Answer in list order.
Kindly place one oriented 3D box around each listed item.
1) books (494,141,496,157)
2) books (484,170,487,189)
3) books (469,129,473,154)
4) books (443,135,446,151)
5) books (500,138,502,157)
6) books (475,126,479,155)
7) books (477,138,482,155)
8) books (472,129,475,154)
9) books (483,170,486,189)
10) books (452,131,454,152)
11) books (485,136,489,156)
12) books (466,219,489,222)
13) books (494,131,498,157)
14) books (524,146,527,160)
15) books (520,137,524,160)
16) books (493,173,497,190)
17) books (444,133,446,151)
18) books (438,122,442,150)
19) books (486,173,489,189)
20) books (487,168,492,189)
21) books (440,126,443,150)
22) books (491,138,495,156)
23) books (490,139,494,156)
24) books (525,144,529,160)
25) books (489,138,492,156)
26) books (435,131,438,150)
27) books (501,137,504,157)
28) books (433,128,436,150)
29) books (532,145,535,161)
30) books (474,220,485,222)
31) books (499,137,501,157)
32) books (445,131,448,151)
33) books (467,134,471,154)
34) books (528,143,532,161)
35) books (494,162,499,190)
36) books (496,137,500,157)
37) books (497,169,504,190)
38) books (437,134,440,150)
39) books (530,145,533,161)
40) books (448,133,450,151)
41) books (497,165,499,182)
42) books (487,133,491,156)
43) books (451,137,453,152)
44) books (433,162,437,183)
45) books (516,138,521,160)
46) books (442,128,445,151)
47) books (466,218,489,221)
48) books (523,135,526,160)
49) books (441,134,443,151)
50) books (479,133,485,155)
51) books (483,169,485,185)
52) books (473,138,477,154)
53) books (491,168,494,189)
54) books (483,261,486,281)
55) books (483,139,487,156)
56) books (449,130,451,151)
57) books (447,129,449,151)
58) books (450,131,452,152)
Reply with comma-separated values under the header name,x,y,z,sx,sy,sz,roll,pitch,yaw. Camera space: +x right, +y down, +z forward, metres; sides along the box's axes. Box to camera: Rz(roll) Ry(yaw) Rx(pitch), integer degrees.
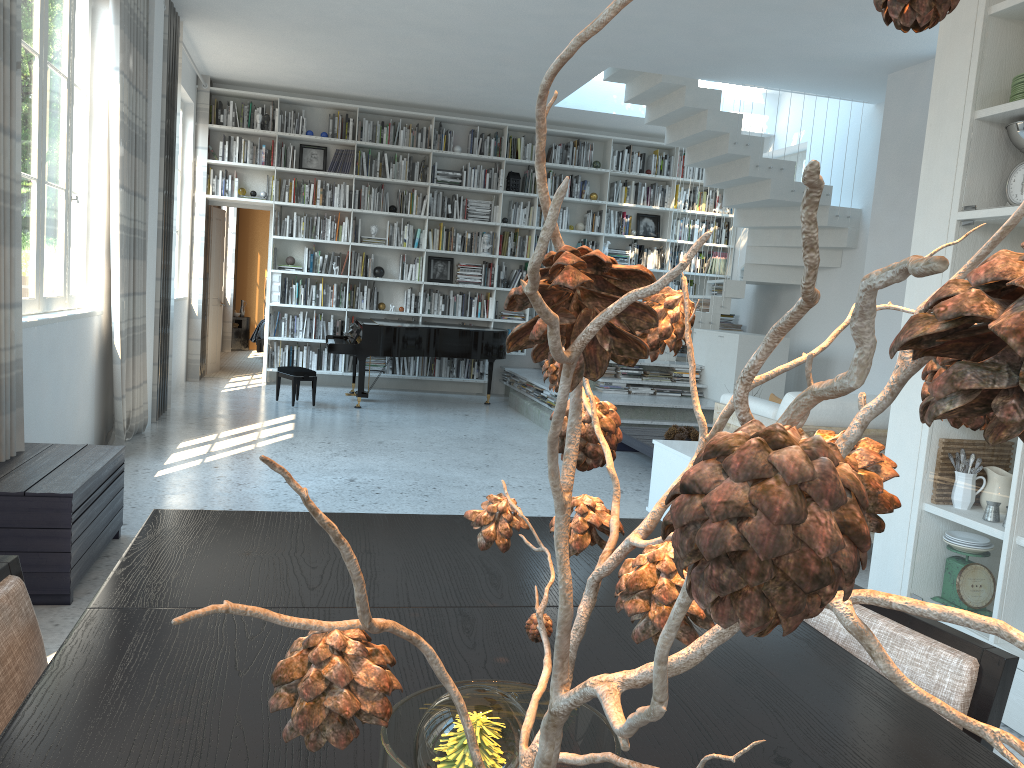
name,x,y,z,sx,sy,sz,roll,pitch,yaw
books,-0.212,-2.708,10.281,0.014,0.204,0.134,3,6,-13
books,-0.319,-2.359,10.281,0.012,0.231,0.158,3,6,-13
books,-0.477,-2.764,10.190,0.014,0.293,0.175,3,7,-13
books,-0.782,-2.734,10.135,0.023,0.196,0.172,3,6,-13
books,-0.142,-2.720,10.281,0.014,0.239,0.153,3,6,-13
books,-0.413,-2.780,10.199,0.010,0.332,0.186,3,7,-13
books,-0.390,-2.719,10.218,0.050,0.211,0.172,3,6,-13
books,-0.456,-2.766,10.202,0.011,0.296,0.157,3,7,-13
books,-0.332,-2.360,10.284,0.010,0.230,0.152,3,6,-13
books,-0.689,-2.759,10.149,0.011,0.256,0.143,3,7,-13
books,-0.295,-2.727,10.242,0.023,0.237,0.153,3,6,-13
books,-0.406,-1.903,10.329,0.254,0.012,0.160,3,6,-17
books,-0.194,-2.758,10.271,0.012,0.308,0.138,3,7,-13
books,0.135,-2.674,10.337,0.022,0.180,0.172,3,6,-13
books,0.100,-2.726,10.343,0.030,0.275,0.151,3,7,-13
books,-0.213,-2.339,10.304,0.029,0.203,0.191,3,6,-13
books,-0.771,-2.754,10.156,0.006,0.233,0.135,3,7,-13
books,-0.828,-2.810,10.123,0.014,0.341,0.145,3,7,-13
books,-0.300,-2.337,10.284,0.029,0.188,0.175,3,6,-13
books,-0.269,-2.365,10.287,0.032,0.248,0.173,3,6,-13
books,-0.816,-2.786,10.123,0.010,0.296,0.153,3,7,-13
books,-0.232,-2.725,10.280,0.026,0.234,0.136,3,7,-13
books,-0.247,-2.705,10.233,0.023,0.202,0.193,3,6,-13
books,0.159,-2.684,10.342,0.024,0.202,0.180,3,6,-13
books,-0.267,-2.715,10.245,0.012,0.217,0.179,3,6,-13
books,-0.875,-2.756,10.118,0.023,0.228,0.156,3,6,-13
books,-0.125,-2.729,10.291,0.022,0.257,0.136,3,7,-13
books,-0.894,-2.767,10.093,0.026,0.253,0.185,3,6,-13
books,0.233,-2.677,10.369,0.022,0.194,0.181,3,6,-13
books,-0.409,-1.892,10.339,0.254,0.012,0.160,3,6,-13
books,-0.157,-2.725,10.286,0.014,0.244,0.145,3,7,-13
books,-0.758,-2.759,10.144,0.014,0.248,0.139,3,7,-13
books,-0.495,-2.744,10.206,0.012,0.246,0.151,3,6,-13
books,0.187,-2.688,10.344,0.031,0.213,0.169,3,6,-13
books,-0.190,-2.404,10.310,0.012,0.334,0.155,3,7,-13
books,-0.175,-2.724,10.272,0.028,0.244,0.161,3,6,-13
books,-0.146,-2.347,10.262,0.037,0.237,0.272,3,6,-13
books,-0.850,-2.736,10.114,0.026,0.195,0.166,3,6,-13
books,0.209,-2.684,10.370,0.025,0.204,0.162,3,6,-13
books,-0.730,-2.742,10.142,0.016,0.219,0.143,3,6,-13
books,-0.184,-2.389,10.332,0.010,0.300,0.133,3,7,-13
books,-0.274,-2.741,10.230,0.010,0.271,0.179,3,6,-13
books,-0.703,-2.725,10.158,0.010,0.187,0.152,3,6,-13
books,-0.884,-2.398,10.135,0.021,0.249,0.191,3,6,-13
books,0.063,-2.716,10.314,0.054,0.255,0.190,3,6,-13
books,-0.794,-2.768,10.115,0.011,0.265,0.163,3,6,-13
books,-0.406,-1.915,10.330,0.254,0.012,0.160,3,6,-10
books,0.124,-2.734,10.329,0.010,0.298,0.167,3,7,-13
books,-0.812,-2.742,10.142,0.011,0.206,0.145,3,6,-13
books,-0.354,-2.748,10.241,0.028,0.270,0.140,3,7,-13
books,-0.345,-2.367,10.293,0.011,0.239,0.139,3,7,-13
books,-0.442,-2.723,10.223,0.031,0.209,0.146,3,6,-13
books,-0.242,-2.372,10.308,0.029,0.262,0.132,3,7,-13
books,-0.335,-1.299,10.448,0.011,0.299,0.130,3,7,-13
books,-0.322,-2.711,10.233,0.033,0.203,0.166,3,6,-13
books,-0.718,-2.759,10.140,0.005,0.255,0.168,3,6,-13
books,-0.743,-2.766,10.140,0.013,0.265,0.146,3,7,-13
books,-0.714,-2.758,10.161,0.013,0.250,0.148,3,7,-13
